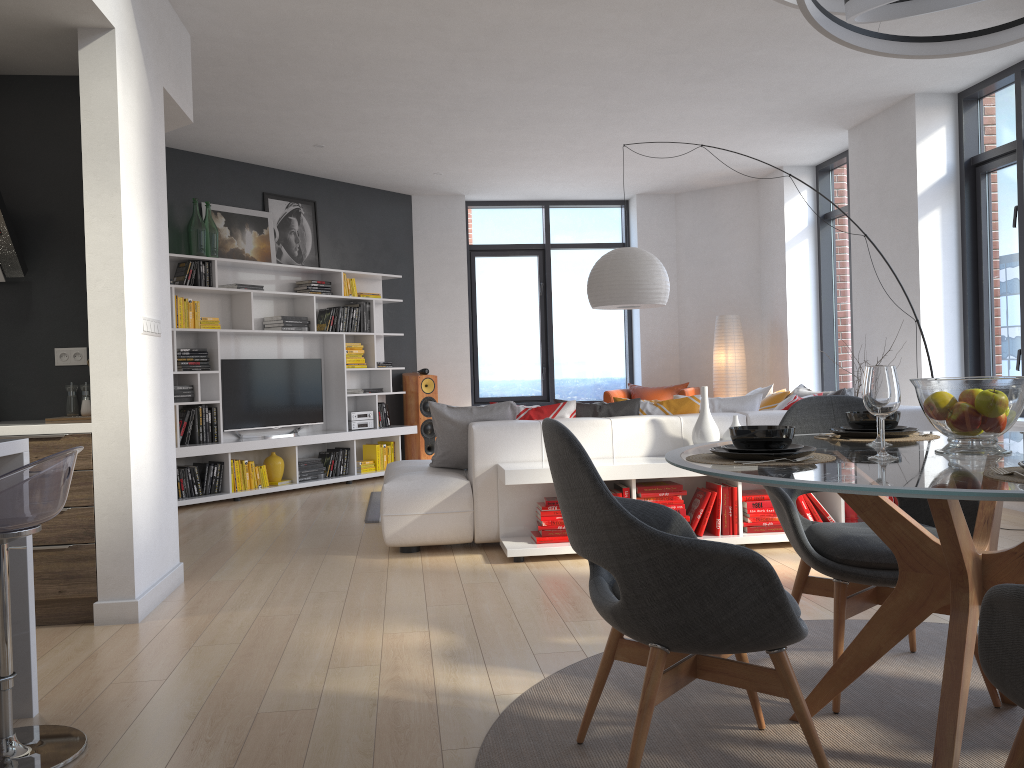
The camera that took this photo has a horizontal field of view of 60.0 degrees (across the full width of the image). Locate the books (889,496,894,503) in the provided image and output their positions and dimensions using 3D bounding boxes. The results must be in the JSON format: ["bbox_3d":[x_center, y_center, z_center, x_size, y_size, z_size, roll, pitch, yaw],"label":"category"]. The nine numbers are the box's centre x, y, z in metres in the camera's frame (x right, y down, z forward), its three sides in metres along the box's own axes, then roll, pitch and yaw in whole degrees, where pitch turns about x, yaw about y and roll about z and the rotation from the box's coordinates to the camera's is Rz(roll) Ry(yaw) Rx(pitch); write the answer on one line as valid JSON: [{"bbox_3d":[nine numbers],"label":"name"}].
[{"bbox_3d":[2.125,0.671,5.068,0.056,0.262,0.185,-2,1,-7],"label":"books"}]

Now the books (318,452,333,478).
[{"bbox_3d":[-1.782,0.764,8.392,0.182,0.234,0.104,-1,1,38],"label":"books"}]

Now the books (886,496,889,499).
[{"bbox_3d":[2.094,0.667,5.067,0.050,0.268,0.198,-2,1,-7],"label":"books"}]

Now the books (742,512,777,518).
[{"bbox_3d":[1.421,0.727,5.005,0.236,0.023,0.178,-2,1,-7],"label":"books"}]

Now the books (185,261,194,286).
[{"bbox_3d":[-2.726,-0.908,7.385,0.171,0.214,0.087,-1,1,38],"label":"books"}]

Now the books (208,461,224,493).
[{"bbox_3d":[-2.509,0.784,7.480,0.197,0.260,0.066,-1,1,38],"label":"books"}]

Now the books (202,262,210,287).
[{"bbox_3d":[-2.623,-0.915,7.501,0.169,0.218,0.038,-1,1,38],"label":"books"}]

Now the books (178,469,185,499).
[{"bbox_3d":[-2.725,0.805,7.186,0.189,0.240,0.053,-1,1,38],"label":"books"}]

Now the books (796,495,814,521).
[{"bbox_3d":[1.622,0.692,5.027,0.134,0.248,0.192,-2,1,-7],"label":"books"}]

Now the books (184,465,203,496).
[{"bbox_3d":[-2.634,0.795,7.292,0.191,0.249,0.083,-1,1,38],"label":"books"}]

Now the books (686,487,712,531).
[{"bbox_3d":[1.019,0.712,4.946,0.144,0.247,0.188,-2,1,-7],"label":"books"}]

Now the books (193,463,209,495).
[{"bbox_3d":[-2.600,0.788,7.368,0.197,0.260,0.066,-1,1,38],"label":"books"}]

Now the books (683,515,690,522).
[{"bbox_3d":[0.812,0.744,4.950,0.301,0.032,0.227,-2,1,-7],"label":"books"}]

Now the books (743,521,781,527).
[{"bbox_3d":[1.414,0.776,5.006,0.266,0.026,0.187,-2,1,-1],"label":"books"}]

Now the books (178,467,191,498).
[{"bbox_3d":[-2.685,0.801,7.214,0.169,0.242,0.050,-1,1,37],"label":"books"}]

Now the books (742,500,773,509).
[{"bbox_3d":[1.423,0.668,5.026,0.279,0.039,0.206,-2,1,-8],"label":"books"}]

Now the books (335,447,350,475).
[{"bbox_3d":[-1.650,0.745,8.569,0.197,0.260,0.066,-1,1,38],"label":"books"}]

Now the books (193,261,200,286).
[{"bbox_3d":[-2.670,-0.913,7.438,0.156,0.221,0.021,-1,1,38],"label":"books"}]

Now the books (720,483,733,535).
[{"bbox_3d":[1.191,0.699,4.967,0.028,0.266,0.188,-2,1,-7],"label":"books"}]

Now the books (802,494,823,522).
[{"bbox_3d":[1.670,0.700,5.027,0.148,0.232,0.171,-2,1,-5],"label":"books"}]

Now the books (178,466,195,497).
[{"bbox_3d":[-2.677,0.795,7.243,0.193,0.255,0.066,-1,1,37],"label":"books"}]

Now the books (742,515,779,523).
[{"bbox_3d":[1.422,0.750,5.014,0.257,0.025,0.182,-2,1,-7],"label":"books"}]

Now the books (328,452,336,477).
[{"bbox_3d":[-1.765,0.764,8.422,0.187,0.234,0.096,-1,1,38],"label":"books"}]

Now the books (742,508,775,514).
[{"bbox_3d":[1.428,0.701,5.011,0.261,0.027,0.191,-2,1,-3],"label":"books"}]

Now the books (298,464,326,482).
[{"bbox_3d":[-1.944,0.818,8.232,0.277,0.137,0.343,-1,1,33],"label":"books"}]

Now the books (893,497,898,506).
[{"bbox_3d":[2.159,0.674,5.081,0.076,0.252,0.199,-2,1,-7],"label":"books"}]

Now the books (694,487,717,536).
[{"bbox_3d":[1.061,0.711,4.944,0.115,0.245,0.192,-2,1,-7],"label":"books"}]

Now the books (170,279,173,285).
[{"bbox_3d":[-2.900,-0.817,7.126,0.208,0.046,0.268,-1,1,41],"label":"books"}]

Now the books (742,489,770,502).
[{"bbox_3d":[1.413,0.633,5.049,0.301,0.032,0.227,-2,1,-7],"label":"books"}]

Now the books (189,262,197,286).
[{"bbox_3d":[-2.699,-0.909,7.400,0.154,0.212,0.074,-1,1,37],"label":"books"}]

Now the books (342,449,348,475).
[{"bbox_3d":[-1.670,0.751,8.541,0.191,0.249,0.084,-1,1,38],"label":"books"}]

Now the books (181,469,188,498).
[{"bbox_3d":[-2.705,0.805,7.201,0.170,0.236,0.049,-1,1,38],"label":"books"}]

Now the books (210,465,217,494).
[{"bbox_3d":[-2.543,0.793,7.415,0.179,0.243,0.071,-1,1,37],"label":"books"}]

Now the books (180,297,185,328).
[{"bbox_3d":[-2.769,-0.580,7.328,0.199,0.263,0.015,-1,1,38],"label":"books"}]

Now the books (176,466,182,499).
[{"bbox_3d":[-2.748,0.790,7.163,0.202,0.268,0.053,-1,1,38],"label":"books"}]

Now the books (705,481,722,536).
[{"bbox_3d":[1.123,0.694,4.951,0.046,0.282,0.199,-2,1,-7],"label":"books"}]

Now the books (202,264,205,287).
[{"bbox_3d":[-2.640,-0.906,7.477,0.147,0.200,0.021,-1,1,38],"label":"books"}]

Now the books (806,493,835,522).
[{"bbox_3d":[1.726,0.704,5.034,0.186,0.223,0.188,-2,1,-7],"label":"books"}]

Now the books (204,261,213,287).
[{"bbox_3d":[-2.600,-0.923,7.519,0.174,0.230,0.019,-1,1,38],"label":"books"}]

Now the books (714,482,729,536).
[{"bbox_3d":[1.159,0.697,4.972,0.038,0.270,0.215,-2,1,-7],"label":"books"}]

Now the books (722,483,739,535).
[{"bbox_3d":[1.219,0.696,4.955,0.028,0.269,0.181,-2,1,-7],"label":"books"}]

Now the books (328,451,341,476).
[{"bbox_3d":[-1.704,0.758,8.458,0.172,0.242,0.069,-1,1,39],"label":"books"}]

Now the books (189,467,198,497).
[{"bbox_3d":[-2.652,0.800,7.262,0.177,0.242,0.066,-1,1,38],"label":"books"}]

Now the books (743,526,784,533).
[{"bbox_3d":[1.423,0.805,5.016,0.259,0.034,0.206,-2,1,-4],"label":"books"}]

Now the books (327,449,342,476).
[{"bbox_3d":[-1.711,0.751,8.492,0.192,0.254,0.075,-1,1,37],"label":"books"}]

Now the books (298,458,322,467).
[{"bbox_3d":[-1.968,0.726,8.239,0.250,0.047,0.310,-1,1,33],"label":"books"}]

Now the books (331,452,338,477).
[{"bbox_3d":[-1.735,0.762,8.438,0.169,0.233,0.081,-1,1,37],"label":"books"}]

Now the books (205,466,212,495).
[{"bbox_3d":[-2.564,0.797,7.368,0.172,0.242,0.069,-1,1,39],"label":"books"}]

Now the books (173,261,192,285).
[{"bbox_3d":[-2.741,-0.908,7.356,0.166,0.213,0.096,-1,1,36],"label":"books"}]

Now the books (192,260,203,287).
[{"bbox_3d":[-2.659,-0.920,7.461,0.176,0.232,0.025,-1,1,38],"label":"books"}]

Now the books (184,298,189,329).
[{"bbox_3d":[-2.743,-0.577,7.357,0.180,0.251,0.019,-1,1,38],"label":"books"}]

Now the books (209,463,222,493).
[{"bbox_3d":[-2.528,0.789,7.452,0.191,0.249,0.084,-1,1,38],"label":"books"}]

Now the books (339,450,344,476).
[{"bbox_3d":[-1.689,0.757,8.509,0.179,0.243,0.068,-1,1,37],"label":"books"}]

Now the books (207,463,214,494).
[{"bbox_3d":[-2.569,0.789,7.403,0.192,0.254,0.075,-1,1,37],"label":"books"}]

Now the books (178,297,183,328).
[{"bbox_3d":[-2.786,-0.577,7.302,0.198,0.255,0.044,-1,1,38],"label":"books"}]

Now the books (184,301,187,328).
[{"bbox_3d":[-2.741,-0.564,7.330,0.156,0.229,0.024,-1,1,38],"label":"books"}]

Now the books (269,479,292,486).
[{"bbox_3d":[-2.143,0.881,7.949,0.270,0.029,0.204,-1,1,23],"label":"books"}]
